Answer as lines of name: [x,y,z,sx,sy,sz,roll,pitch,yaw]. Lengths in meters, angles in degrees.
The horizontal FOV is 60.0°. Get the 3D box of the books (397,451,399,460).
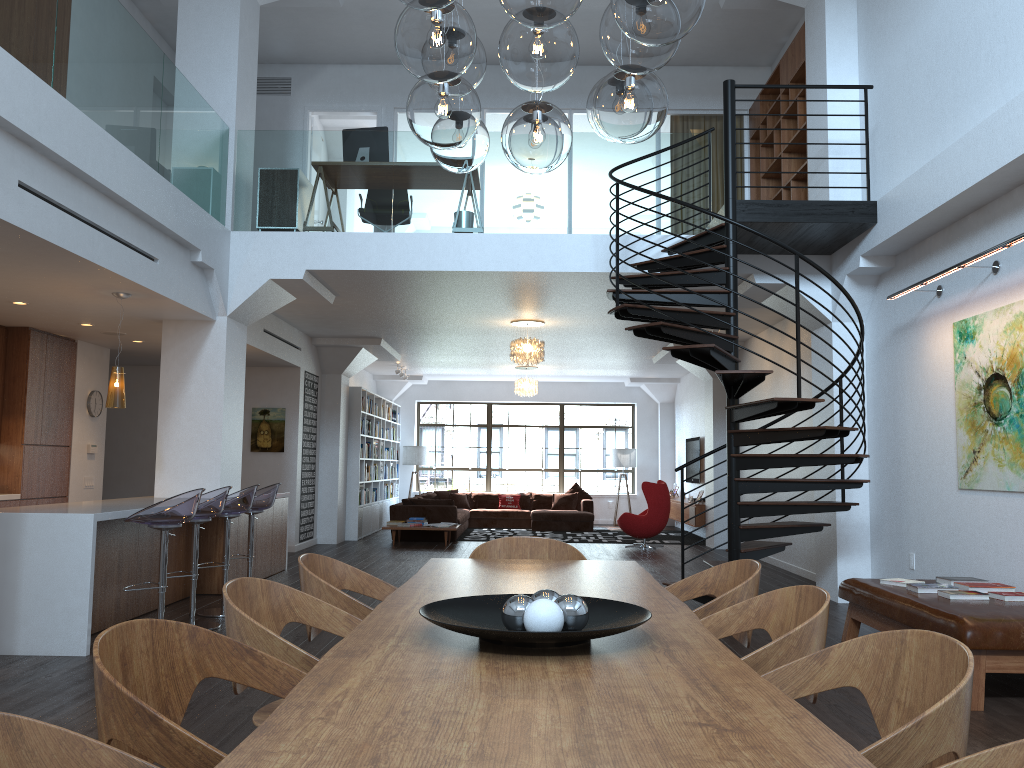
books: [-2.442,1.465,18.331,0.182,0.215,0.188,1,-5,1]

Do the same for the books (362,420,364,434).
books: [-2.491,0.699,14.334,0.174,0.242,0.105,1,-5,1]

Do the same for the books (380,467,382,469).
books: [-2.499,1.542,16.278,0.223,0.032,0.161,1,-5,1]

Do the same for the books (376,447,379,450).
books: [-2.496,1.155,15.855,0.183,0.042,0.253,1,-5,1]

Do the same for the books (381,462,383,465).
books: [-2.486,1.456,16.272,0.185,0.041,0.129,-1,-6,15]

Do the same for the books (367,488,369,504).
books: [-2.503,1.880,14.906,0.183,0.253,0.042,1,-5,1]

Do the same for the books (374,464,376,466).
books: [-2.488,1.553,15.674,0.176,0.290,0.036,1,-5,0]

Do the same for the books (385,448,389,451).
books: [-2.452,1.349,17.179,0.140,0.231,0.042,1,-5,1]

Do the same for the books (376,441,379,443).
books: [-2.487,1.033,15.884,0.129,0.043,0.185,-1,-6,15]

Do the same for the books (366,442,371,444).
books: [-2.491,1.129,15.139,0.176,0.294,0.102,1,-5,1]

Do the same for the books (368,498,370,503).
books: [-2.503,1.897,14.995,0.174,0.236,0.142,1,-5,0]

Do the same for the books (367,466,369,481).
books: [-2.499,1.501,14.886,0.171,0.246,0.057,1,-5,1]

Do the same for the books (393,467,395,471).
books: [-2.459,1.791,17.882,0.168,0.228,0.139,1,-5,1]

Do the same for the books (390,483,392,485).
books: [-2.481,2.111,17.564,0.198,0.284,0.066,1,-5,1]

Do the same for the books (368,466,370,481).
books: [-2.500,1.506,14.968,0.183,0.253,0.034,1,-5,1]

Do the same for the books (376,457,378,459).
books: [-2.493,1.320,15.836,0.171,0.039,0.246,1,-5,1]

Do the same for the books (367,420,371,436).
books: [-2.506,0.753,15.148,0.198,0.284,0.049,1,-5,1]

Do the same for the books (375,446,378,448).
books: [-2.502,1.120,15.864,0.161,0.033,0.223,1,-5,1]

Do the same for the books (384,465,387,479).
books: [-2.478,1.660,16.810,0.197,0.290,0.136,1,-5,1]

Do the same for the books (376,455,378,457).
books: [-2.495,1.281,15.837,0.160,0.039,0.251,0,-5,6]

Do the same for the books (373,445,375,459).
books: [-2.483,1.179,15.409,0.174,0.240,0.054,1,-5,1]

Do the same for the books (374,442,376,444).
books: [-2.486,1.029,15.474,0.174,0.045,0.240,1,-5,0]

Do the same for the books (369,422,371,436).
books: [-2.489,0.765,15.032,0.174,0.240,0.054,1,-5,1]

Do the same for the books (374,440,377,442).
books: [-2.478,0.991,15.455,0.223,0.027,0.161,0,-5,10]

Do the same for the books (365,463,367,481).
books: [-2.506,1.468,14.762,0.176,0.290,0.053,1,-5,1]

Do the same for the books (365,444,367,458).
books: [-2.494,1.109,14.654,0.174,0.239,0.045,1,-5,1]

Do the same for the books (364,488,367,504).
books: [-2.510,1.869,14.820,0.180,0.259,0.042,1,-5,1]

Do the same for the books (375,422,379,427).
books: [-2.479,0.817,15.865,0.176,0.290,0.053,1,-5,1]

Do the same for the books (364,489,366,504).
books: [-2.511,1.856,14.668,0.183,0.253,0.042,1,-5,1]

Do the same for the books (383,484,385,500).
books: [-2.485,2.024,16.624,0.198,0.284,0.066,1,-5,0]

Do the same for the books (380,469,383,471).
books: [-2.505,1.576,16.268,0.253,0.040,0.183,1,-5,1]

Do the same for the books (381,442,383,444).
books: [-2.484,1.079,16.219,0.224,0.030,0.161,0,-5,11]

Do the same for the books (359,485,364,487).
books: [-2.504,1.625,14.162,0.223,0.027,0.161,0,-5,10]

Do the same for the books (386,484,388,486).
books: [-2.474,2.057,17.005,0.176,0.290,0.036,1,-5,0]

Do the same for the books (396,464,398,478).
books: [-2.445,1.804,18.365,0.176,0.290,0.053,1,-5,1]

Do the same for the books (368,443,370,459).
books: [-2.489,1.126,14.902,0.182,0.253,0.034,1,-5,1]

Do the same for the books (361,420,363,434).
books: [-2.489,0.695,14.251,0.172,0.235,0.112,1,-5,1]

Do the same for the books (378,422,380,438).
books: [-2.482,0.826,15.926,0.197,0.283,0.065,1,-5,1]

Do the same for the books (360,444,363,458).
books: [-2.490,1.088,14.381,0.140,0.231,0.042,1,-5,1]

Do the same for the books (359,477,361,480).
books: [-2.537,1.506,14.163,0.197,0.033,0.284,3,-6,-24]

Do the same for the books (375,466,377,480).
books: [-2.480,1.568,15.637,0.183,0.253,0.034,1,-5,0]

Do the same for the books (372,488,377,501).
books: [-2.489,1.982,15.886,0.140,0.231,0.042,1,-5,1]

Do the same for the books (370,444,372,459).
books: [-2.481,1.142,15.075,0.182,0.253,0.034,1,-5,1]

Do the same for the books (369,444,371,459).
books: [-2.486,1.142,15.001,0.174,0.239,0.045,1,-5,1]

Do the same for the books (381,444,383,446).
books: [-2.484,1.108,16.208,0.223,0.031,0.161,1,-5,1]

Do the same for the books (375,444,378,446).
books: [-2.516,1.093,15.891,0.223,0.027,0.161,2,-5,-10]
